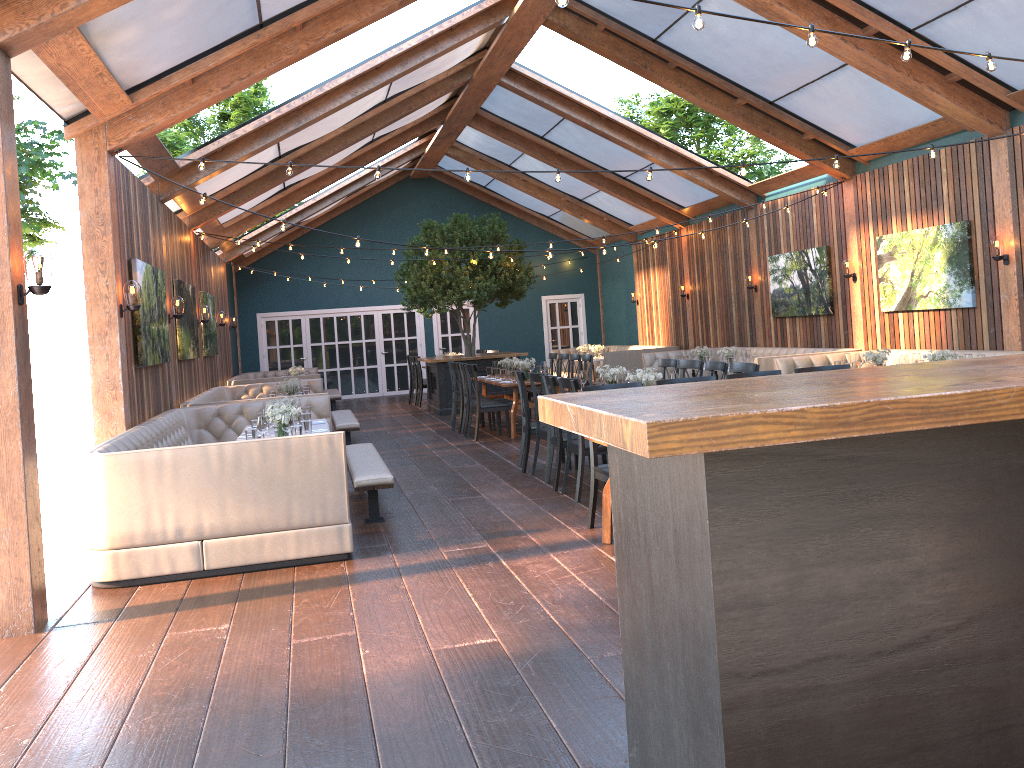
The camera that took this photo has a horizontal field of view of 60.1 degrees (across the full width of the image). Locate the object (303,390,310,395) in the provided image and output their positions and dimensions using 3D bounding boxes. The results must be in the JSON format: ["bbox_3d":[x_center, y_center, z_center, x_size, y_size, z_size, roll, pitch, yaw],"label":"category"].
[{"bbox_3d":[-2.708,0.164,11.657,0.092,0.158,0.091,-4,1,-27],"label":"object"}]

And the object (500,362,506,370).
[{"bbox_3d":[-0.134,-0.204,13.068,0.092,0.244,0.092,-4,0,-16],"label":"object"}]

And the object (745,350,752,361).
[{"bbox_3d":[3.419,-0.370,12.781,0.092,0.244,0.092,-4,0,35],"label":"object"}]

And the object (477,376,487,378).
[{"bbox_3d":[-0.431,-0.113,13.715,0.255,0.019,0.157,-5,4,-13],"label":"object"}]

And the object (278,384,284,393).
[{"bbox_3d":[-3.164,0.121,12.142,0.092,0.244,0.092,-4,0,35],"label":"object"}]

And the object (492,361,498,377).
[{"bbox_3d":[-0.259,-0.233,13.648,0.092,0.244,0.092,-4,0,35],"label":"object"}]

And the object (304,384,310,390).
[{"bbox_3d":[-3.049,0.089,13.170,0.092,0.158,0.091,-4,1,-27],"label":"object"}]

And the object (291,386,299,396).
[{"bbox_3d":[-2.779,0.147,11.338,0.092,0.244,0.092,-4,0,35],"label":"object"}]

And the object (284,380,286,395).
[{"bbox_3d":[-3.368,0.071,13.119,0.092,0.244,0.092,-4,0,35],"label":"object"}]

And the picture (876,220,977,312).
[{"bbox_3d":[5.052,-1.412,10.892,0.065,0.997,1.651,-4,3,-13],"label":"picture"}]

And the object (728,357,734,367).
[{"bbox_3d":[3.153,-0.305,12.717,0.092,0.158,0.091,-4,1,-27],"label":"object"}]

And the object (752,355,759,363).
[{"bbox_3d":[3.505,-0.328,12.710,0.091,0.158,0.092,-4,1,23],"label":"object"}]

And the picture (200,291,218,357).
[{"bbox_3d":[-4.873,-0.953,14.261,0.065,0.997,1.651,-4,3,-13],"label":"picture"}]

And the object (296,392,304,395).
[{"bbox_3d":[-2.693,0.188,11.267,0.091,0.158,0.092,-4,1,23],"label":"object"}]

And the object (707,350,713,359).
[{"bbox_3d":[3.037,-0.395,13.576,0.092,0.244,0.092,-4,0,35],"label":"object"}]

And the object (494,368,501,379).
[{"bbox_3d":[-0.209,-0.149,12.971,0.092,0.158,0.092,-4,1,-7],"label":"object"}]

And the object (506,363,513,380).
[{"bbox_3d":[-0.034,-0.179,12.576,0.092,0.244,0.092,-4,0,-10],"label":"object"}]

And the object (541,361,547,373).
[{"bbox_3d":[0.445,-0.189,12.224,0.092,0.244,0.092,-4,0,12],"label":"object"}]

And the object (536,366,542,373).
[{"bbox_3d":[0.399,-0.184,12.868,0.091,0.158,0.092,-3,1,43],"label":"object"}]

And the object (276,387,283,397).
[{"bbox_3d":[-2.982,0.158,11.367,0.092,0.244,0.092,-4,0,-10],"label":"object"}]

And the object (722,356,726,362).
[{"bbox_3d":[3.319,-0.388,13.831,0.092,0.158,0.091,-4,1,-27],"label":"object"}]

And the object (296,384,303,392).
[{"bbox_3d":[-2.782,0.131,11.573,0.092,0.244,0.092,-4,0,35],"label":"object"}]

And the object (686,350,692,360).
[{"bbox_3d":[2.870,-0.433,14.330,0.092,0.244,0.092,-4,0,35],"label":"object"}]

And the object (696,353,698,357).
[{"bbox_3d":[3.065,-0.459,14.527,0.092,0.244,0.092,-4,0,35],"label":"object"}]

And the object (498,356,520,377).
[{"bbox_3d":[-0.030,-0.270,13.468,0.336,0.309,0.329,-5,2,-17],"label":"object"}]

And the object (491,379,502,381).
[{"bbox_3d":[-0.172,-0.060,12.630,0.255,0.019,0.157,-5,4,-13],"label":"object"}]

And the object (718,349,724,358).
[{"bbox_3d":[3.246,-0.421,13.748,0.092,0.244,0.092,-4,0,35],"label":"object"}]

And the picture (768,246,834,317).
[{"bbox_3d":[4.414,-1.544,13.609,0.065,0.997,1.651,-4,3,-13],"label":"picture"}]

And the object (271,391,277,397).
[{"bbox_3d":[-3.235,0.175,12.047,0.092,0.158,0.091,-4,1,-27],"label":"object"}]

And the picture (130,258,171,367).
[{"bbox_3d":[-3.608,-0.690,8.874,0.065,0.997,1.651,-4,3,-13],"label":"picture"}]

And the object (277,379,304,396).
[{"bbox_3d":[-2.950,0.097,11.781,0.336,0.309,0.329,-4,2,4],"label":"object"}]

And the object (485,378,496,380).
[{"bbox_3d":[-0.277,-0.085,13.131,0.255,0.019,0.157,-5,4,-13],"label":"object"}]

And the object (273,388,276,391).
[{"bbox_3d":[-3.407,0.138,12.801,0.092,0.158,0.091,-4,1,-27],"label":"object"}]

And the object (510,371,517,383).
[{"bbox_3d":[0.030,-0.096,11.893,0.091,0.158,0.092,-4,1,23],"label":"object"}]

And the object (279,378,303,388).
[{"bbox_3d":[-3.169,0.051,12.716,0.336,0.309,0.329,-4,2,-1],"label":"object"}]

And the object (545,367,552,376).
[{"bbox_3d":[0.508,-0.155,12.301,0.091,0.158,0.092,-4,1,23],"label":"object"}]

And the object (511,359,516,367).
[{"bbox_3d":[0.026,-0.267,13.872,0.092,0.244,0.092,-4,0,-33],"label":"object"}]

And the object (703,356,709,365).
[{"bbox_3d":[2.969,-0.342,13.492,0.092,0.158,0.091,-4,1,-27],"label":"object"}]

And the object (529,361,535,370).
[{"bbox_3d":[0.286,-0.214,12.772,0.092,0.244,0.092,-4,0,29],"label":"object"}]

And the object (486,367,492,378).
[{"bbox_3d":[-0.344,-0.177,13.545,0.092,0.158,0.092,-4,1,3],"label":"object"}]

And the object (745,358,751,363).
[{"bbox_3d":[3.489,-0.352,13.100,0.092,0.158,0.091,-4,1,-27],"label":"object"}]

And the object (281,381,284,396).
[{"bbox_3d":[-3.328,0.084,12.879,0.092,0.244,0.092,-4,0,35],"label":"object"}]

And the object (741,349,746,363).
[{"bbox_3d":[3.416,-0.385,13.017,0.092,0.244,0.092,-4,0,35],"label":"object"}]

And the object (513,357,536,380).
[{"bbox_3d":[0.180,-0.217,12.440,0.328,0.309,0.337,-3,2,24],"label":"object"}]

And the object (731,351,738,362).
[{"bbox_3d":[3.220,-0.358,12.800,0.092,0.244,0.092,-4,0,-10],"label":"object"}]

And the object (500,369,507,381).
[{"bbox_3d":[-0.116,-0.123,12.459,0.091,0.158,0.092,-4,1,13],"label":"object"}]

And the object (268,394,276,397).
[{"bbox_3d":[-3.051,0.213,11.266,0.092,0.158,0.091,-4,1,-27],"label":"object"}]

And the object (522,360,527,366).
[{"bbox_3d":[0.197,-0.240,13.296,0.092,0.244,0.092,-4,0,-16],"label":"object"}]

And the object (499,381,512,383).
[{"bbox_3d":[-0.042,-0.032,12.063,0.255,0.019,0.157,-5,4,-13],"label":"object"}]

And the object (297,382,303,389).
[{"bbox_3d":[-2.957,0.096,12.305,0.092,0.244,0.092,-4,0,35],"label":"object"}]

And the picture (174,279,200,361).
[{"bbox_3d":[-4.246,-0.823,11.591,0.065,0.997,1.651,-4,3,-13],"label":"picture"}]

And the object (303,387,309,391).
[{"bbox_3d":[-2.879,0.128,12.394,0.092,0.158,0.091,-4,1,-27],"label":"object"}]

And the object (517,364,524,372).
[{"bbox_3d":[0.123,-0.152,12.006,0.092,0.244,0.092,-4,0,-10],"label":"object"}]

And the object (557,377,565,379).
[{"bbox_3d":[0.604,-0.081,12.143,0.255,0.019,0.157,-5,4,-13],"label":"object"}]
